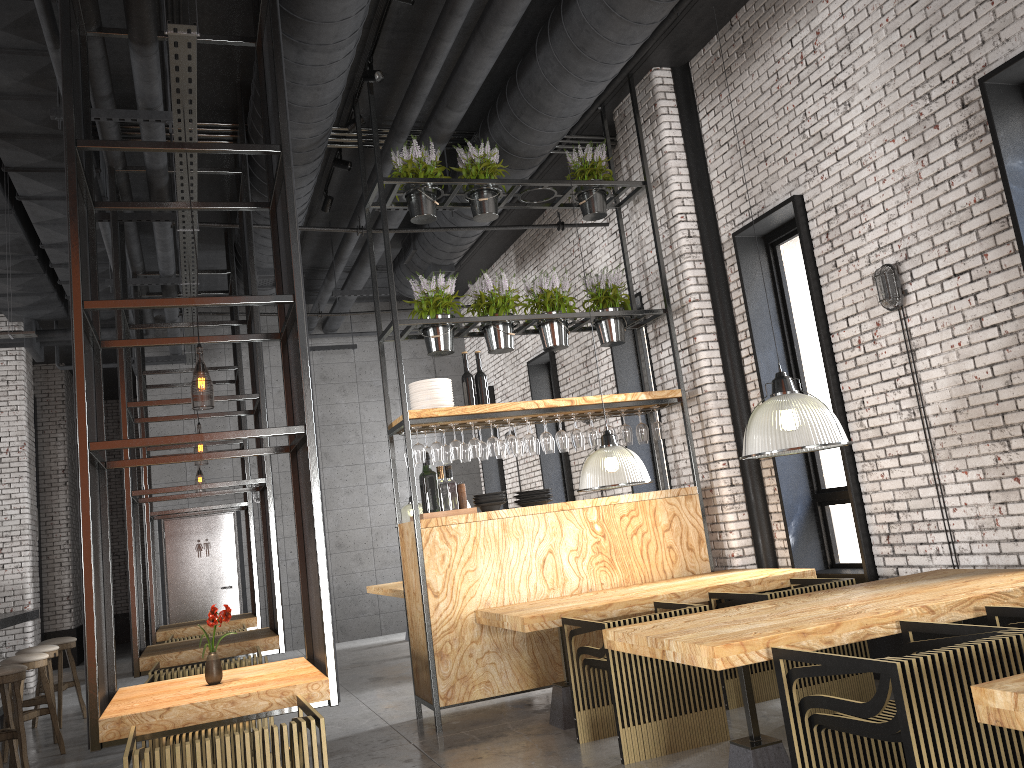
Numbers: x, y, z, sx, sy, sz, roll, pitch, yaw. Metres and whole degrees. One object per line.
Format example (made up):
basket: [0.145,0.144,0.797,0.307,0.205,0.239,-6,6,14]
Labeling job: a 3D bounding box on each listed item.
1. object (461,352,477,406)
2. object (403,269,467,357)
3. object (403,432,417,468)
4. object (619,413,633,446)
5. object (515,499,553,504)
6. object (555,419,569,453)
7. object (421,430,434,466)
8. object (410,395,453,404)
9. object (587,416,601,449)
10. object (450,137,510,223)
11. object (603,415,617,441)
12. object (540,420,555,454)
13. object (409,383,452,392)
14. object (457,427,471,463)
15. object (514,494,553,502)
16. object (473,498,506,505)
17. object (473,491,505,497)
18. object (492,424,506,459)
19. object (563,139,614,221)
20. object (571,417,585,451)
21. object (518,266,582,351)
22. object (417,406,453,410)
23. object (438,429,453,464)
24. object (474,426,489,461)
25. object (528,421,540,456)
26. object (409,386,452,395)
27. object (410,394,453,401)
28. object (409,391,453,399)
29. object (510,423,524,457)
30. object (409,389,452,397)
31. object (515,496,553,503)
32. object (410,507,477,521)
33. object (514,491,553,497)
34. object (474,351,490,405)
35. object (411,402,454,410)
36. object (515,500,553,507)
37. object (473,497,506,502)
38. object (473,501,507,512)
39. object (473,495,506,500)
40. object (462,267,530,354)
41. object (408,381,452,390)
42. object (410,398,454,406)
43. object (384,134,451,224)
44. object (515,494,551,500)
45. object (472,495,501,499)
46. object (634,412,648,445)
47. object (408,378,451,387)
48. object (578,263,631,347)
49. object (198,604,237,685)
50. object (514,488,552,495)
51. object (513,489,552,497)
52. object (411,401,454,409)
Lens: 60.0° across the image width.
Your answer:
object: [-0.344,-0.019,6.929,0.098,0.473,0.098,2,-14,-42]
object: [-0.585,-0.508,6.953,0.466,0.561,0.416,-14,-12,34]
object: [-0.784,0.506,6.799,0.101,0.268,0.100,-10,-10,16]
object: [0.953,0.384,7.438,0.101,0.268,0.100,-9,-10,10]
object: [0.171,0.923,6.875,0.306,0.041,0.305,-7,-9,-3]
object: [0.409,0.422,7.238,0.101,0.268,0.100,-10,-10,16]
object: [-0.655,0.497,6.846,0.101,0.268,0.100,-10,-10,16]
object: [-0.614,0.138,6.799,0.334,0.039,0.334,-14,-11,35]
object: [0.677,0.403,7.336,0.101,0.268,0.100,-9,-10,10]
object: [-0.249,-1.636,7.336,0.466,0.561,0.415,-12,-11,27]
object: [0.815,0.393,7.387,0.101,0.268,0.100,-9,-10,10]
object: [0.289,0.430,7.194,0.101,0.268,0.100,-10,-10,16]
object: [-0.626,0.046,6.816,0.333,0.044,0.334,-15,-12,40]
object: [-0.379,0.477,6.948,0.101,0.268,0.100,-10,-10,16]
object: [0.167,0.900,6.880,0.305,0.046,0.305,-12,-10,27]
object: [-0.169,0.922,6.777,0.257,0.076,0.256,-4,-10,-20]
object: [-0.174,0.868,6.787,0.257,0.077,0.256,-10,-10,17]
object: [-0.103,0.458,7.049,0.101,0.268,0.100,-10,-10,16]
object: [0.682,-1.706,7.651,0.416,0.561,0.465,-6,-10,-10]
object: [0.539,0.413,7.286,0.101,0.268,0.100,-10,-10,16]
object: [0.321,-0.564,7.334,0.415,0.561,0.466,-12,-11,25]
object: [-0.604,0.214,6.785,0.334,0.033,0.334,-10,-10,18]
object: [-0.517,0.487,6.897,0.101,0.268,0.100,-10,-10,16]
object: [-0.241,0.468,6.999,0.101,0.268,0.100,-10,-10,16]
object: [0.166,0.439,7.148,0.101,0.268,0.100,-10,-10,16]
object: [-0.624,0.065,6.813,0.334,0.041,0.334,-15,-12,38]
object: [-0.616,0.118,6.802,0.335,0.041,0.333,-8,-9,2]
object: [-0.618,0.103,6.805,0.335,0.039,0.333,-5,-9,-12]
object: [0.036,0.448,7.100,0.101,0.268,0.100,-10,-10,16]
object: [-0.621,0.084,6.808,0.334,0.043,0.333,-1,-11,-36]
object: [0.169,0.908,6.878,0.306,0.044,0.304,-4,-10,-19]
object: [-0.521,0.991,6.693,0.411,0.050,0.410,-4,-10,-21]
object: [0.165,0.871,6.886,0.306,0.038,0.304,-4,-10,-19]
object: [-0.243,-0.026,6.966,0.098,0.473,0.098,2,-14,-42]
object: [-0.607,0.195,6.790,0.334,0.046,0.333,0,-12,-39]
object: [0.173,0.934,6.874,0.305,0.035,0.305,-10,-10,17]
object: [-0.169,0.915,6.779,0.257,0.076,0.256,-8,-9,5]
object: [-0.165,0.945,6.773,0.257,0.068,0.256,-5,-9,-13]
object: [-0.171,0.897,6.781,0.256,0.072,0.257,-15,-12,41]
object: [-0.126,-0.534,7.161,0.467,0.561,0.415,-3,-11,-26]
object: [-0.628,0.027,6.819,0.334,0.039,0.334,2,-13,-45]
object: [-0.611,0.157,6.795,0.334,0.040,0.334,-13,-11,33]
object: [-0.750,-1.595,7.188,0.467,0.561,0.415,3,-14,-45]
object: [0.167,0.885,6.883,0.305,0.042,0.305,-12,-10,26]
object: [-0.172,0.893,6.783,0.257,0.072,0.256,-4,-10,-20]
object: [1.091,0.374,7.489,0.101,0.268,0.100,-9,-10,10]
object: [-0.631,0.008,6.823,0.333,0.039,0.334,-16,-12,43]
object: [0.805,-0.605,7.467,0.416,0.561,0.465,-7,-10,-1]
object: [-1.374,1.214,4.159,0.156,0.356,0.171,-13,-11,27]
object: [0.162,0.846,6.892,0.306,0.040,0.305,0,-11,-37]
object: [0.162,0.860,6.889,0.305,0.049,0.305,-8,-9,5]
object: [-0.608,0.176,6.792,0.334,0.037,0.334,-14,-11,35]
